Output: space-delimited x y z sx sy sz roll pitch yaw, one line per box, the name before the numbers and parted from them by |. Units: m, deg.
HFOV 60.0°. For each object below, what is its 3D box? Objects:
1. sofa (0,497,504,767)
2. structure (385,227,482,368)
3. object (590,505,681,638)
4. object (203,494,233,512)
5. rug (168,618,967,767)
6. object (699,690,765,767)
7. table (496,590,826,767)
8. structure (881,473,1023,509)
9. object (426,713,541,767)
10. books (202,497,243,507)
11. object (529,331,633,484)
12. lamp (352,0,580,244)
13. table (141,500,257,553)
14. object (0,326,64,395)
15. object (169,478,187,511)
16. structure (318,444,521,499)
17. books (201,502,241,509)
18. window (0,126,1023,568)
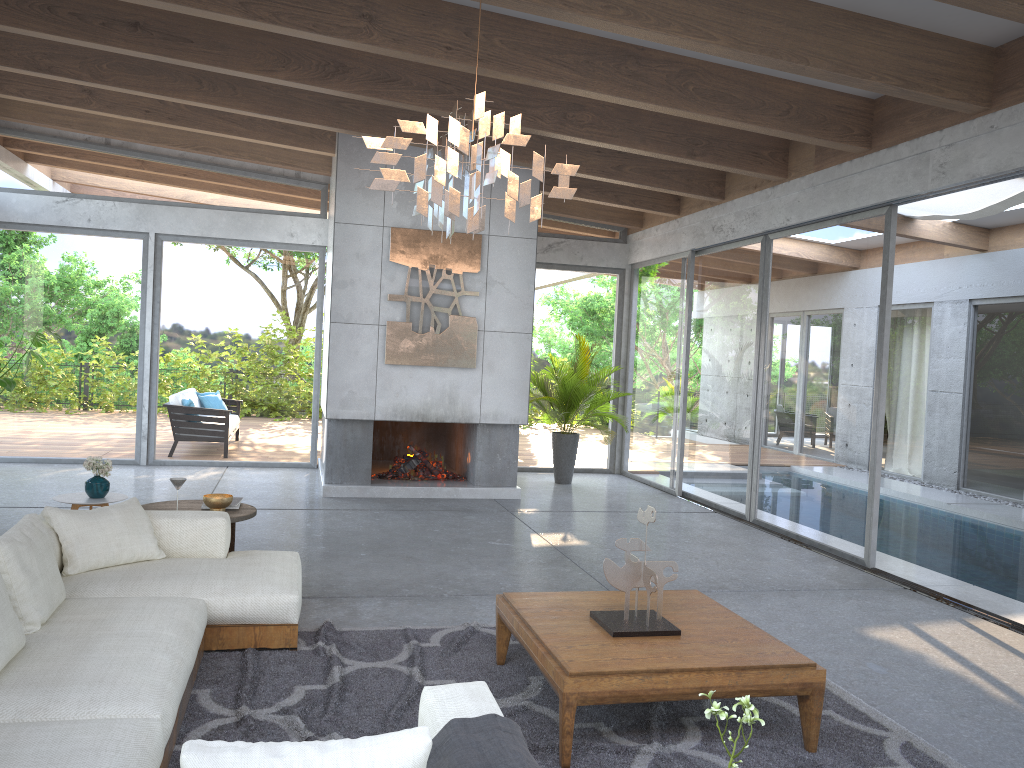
sofa | -1.213 1.001 3.275 1.965 0.777 3.733 2 2 -14
structure | -0.780 -0.850 8.845 0.919 1.351 0.041 2 2 -14
object | 0.545 0.768 3.805 0.346 0.518 0.379 2 2 -14
object | -1.782 0.725 5.372 0.173 0.097 0.173 2 2 -34
rug | -0.012 1.323 3.729 3.186 0.056 2.187 2 2 -13
object | 0.397 0.980 1.766 0.171 0.750 0.238 3 2 8
table | 0.554 1.204 3.802 1.048 0.352 1.112 2 2 -14
structure | 6.787 1.583 7.179 0.477 0.068 13.673 2 2 -14
object | -0.157 1.202 2.047 0.857 0.704 0.472 2 2 -17
books | -1.826 0.743 5.608 0.205 0.012 0.290 3 2 -8
object | 0.661 0.265 10.494 1.484 1.819 1.798 3 2 -7
lamp | -0.250 -1.252 3.401 0.862 1.400 0.636 4 2 33
table | -1.943 0.985 5.413 0.725 0.441 0.725 4 2 38
object | -5.527 0.130 9.016 1.416 1.540 1.731 3 2 6
object | -1.965 0.663 5.211 0.099 0.212 0.099 3 2 17
structure | -1.127 0.815 9.989 2.012 0.595 2.203 2 2 -14
books | -1.834 0.756 5.609 0.220 0.015 0.303 2 2 -14
window | 0.606 -0.479 3.447 14.294 3.764 23.280 2 2 -14
